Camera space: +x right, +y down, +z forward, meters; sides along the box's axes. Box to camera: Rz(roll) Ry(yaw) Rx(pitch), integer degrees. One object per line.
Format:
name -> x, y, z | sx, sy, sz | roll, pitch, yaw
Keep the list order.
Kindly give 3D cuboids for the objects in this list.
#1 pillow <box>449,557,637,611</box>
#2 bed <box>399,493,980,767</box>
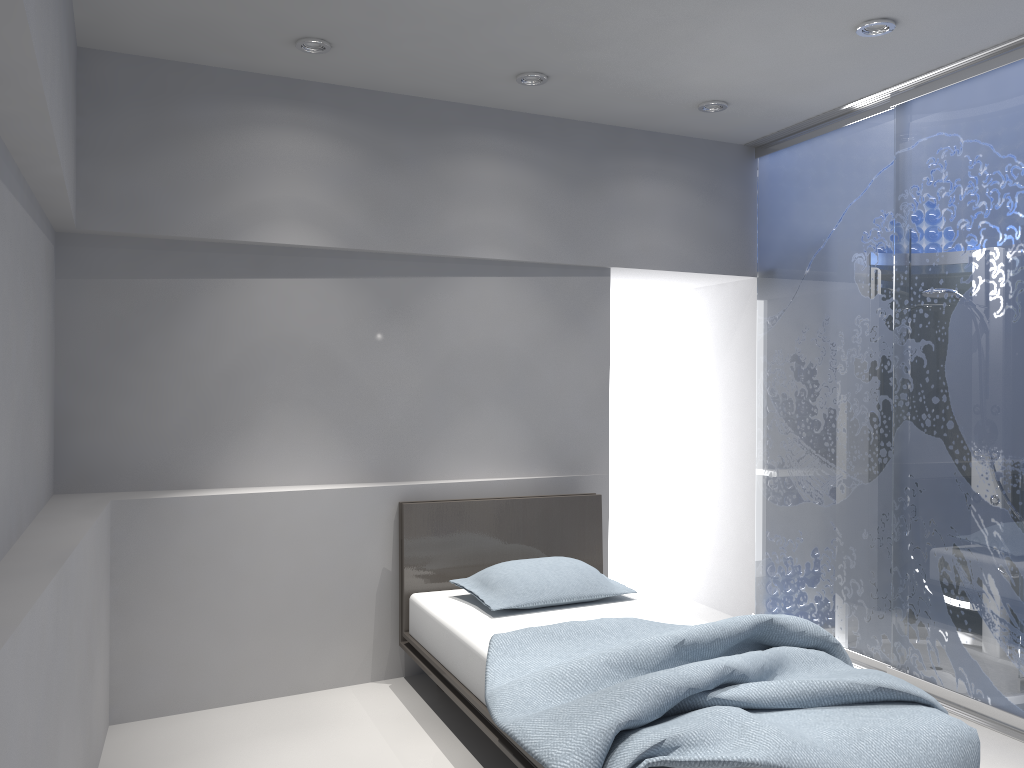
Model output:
pillow -> 0.144, 0.874, 3.944 | 0.746, 0.173, 0.417 | 0, 0, -28
bed -> 0.360, 0.930, 3.257 | 1.411, 0.752, 2.319 | 0, 0, -23
